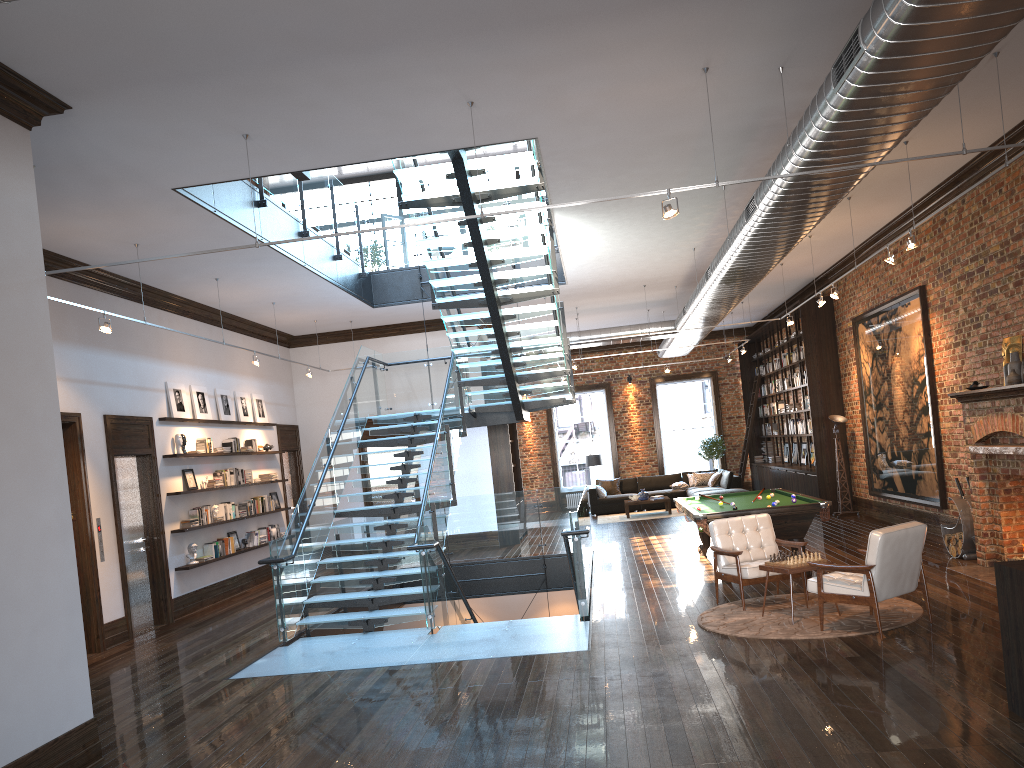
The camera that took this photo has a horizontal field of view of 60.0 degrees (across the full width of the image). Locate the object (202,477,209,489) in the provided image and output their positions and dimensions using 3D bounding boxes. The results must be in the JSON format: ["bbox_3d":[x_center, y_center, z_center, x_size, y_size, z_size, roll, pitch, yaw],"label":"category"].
[{"bbox_3d":[-4.447,1.424,12.866,0.059,0.187,0.121,-6,-1,41],"label":"object"}]

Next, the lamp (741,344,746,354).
[{"bbox_3d":[5.008,-0.757,19.187,0.113,0.230,0.114,-6,0,-19],"label":"lamp"}]

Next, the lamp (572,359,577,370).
[{"bbox_3d":[1.305,-0.414,18.628,0.114,0.230,0.113,-6,0,26],"label":"lamp"}]

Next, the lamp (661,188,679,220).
[{"bbox_3d":[1.159,-1.318,6.518,0.113,0.230,0.114,-6,0,-5],"label":"lamp"}]

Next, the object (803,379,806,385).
[{"bbox_3d":[6.094,-0.049,18.330,0.096,0.136,0.236,-6,-3,-11],"label":"object"}]

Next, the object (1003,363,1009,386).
[{"bbox_3d":[5.209,-0.097,9.267,0.117,0.249,0.118,-6,0,-37],"label":"object"}]

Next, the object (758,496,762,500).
[{"bbox_3d":[3.256,1.497,11.649,0.057,0.057,0.057,-5,-2,-29],"label":"object"}]

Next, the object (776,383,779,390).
[{"bbox_3d":[6.230,0.065,20.793,0.075,0.255,0.087,-6,0,-5],"label":"object"}]

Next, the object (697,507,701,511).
[{"bbox_3d":[2.295,1.540,10.892,0.057,0.057,0.057,-5,-2,-37],"label":"object"}]

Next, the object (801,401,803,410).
[{"bbox_3d":[6.019,0.391,18.328,0.069,0.288,0.117,-6,0,-2],"label":"object"}]

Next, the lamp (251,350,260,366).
[{"bbox_3d":[-3.639,-0.359,12.559,0.113,0.230,0.114,-6,-1,-40],"label":"lamp"}]

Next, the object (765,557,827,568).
[{"bbox_3d":[2.568,1.614,8.032,0.387,0.028,0.390,-4,-5,-19],"label":"object"}]

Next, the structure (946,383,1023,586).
[{"bbox_3d":[5.012,0.969,8.785,0.888,1.906,2.001,-6,-2,5],"label":"structure"}]

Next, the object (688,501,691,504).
[{"bbox_3d":[2.421,1.619,12.103,0.057,0.057,0.057,-6,-2,4],"label":"object"}]

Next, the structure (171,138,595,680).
[{"bbox_3d":[-0.783,0.939,11.237,3.579,14.491,7.043,-6,0,5],"label":"structure"}]

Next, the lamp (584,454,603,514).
[{"bbox_3d":[1.989,2.515,22.145,0.690,1.466,0.418,-6,0,35],"label":"lamp"}]

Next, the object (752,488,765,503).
[{"bbox_3d":[3.364,1.511,12.092,0.028,0.072,1.604,-6,-4,21],"label":"object"}]

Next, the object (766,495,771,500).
[{"bbox_3d":[3.351,1.482,11.581,0.057,0.057,0.057,-6,-2,6],"label":"object"}]

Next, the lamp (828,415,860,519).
[{"bbox_3d":[5.865,1.447,15.734,0.425,1.827,0.505,-6,0,11],"label":"lamp"}]

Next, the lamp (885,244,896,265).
[{"bbox_3d":[4.057,-1.390,9.541,0.113,0.230,0.114,-6,0,-20],"label":"lamp"}]

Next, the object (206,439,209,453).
[{"bbox_3d":[-4.477,0.905,12.846,0.154,0.207,0.010,-6,1,6],"label":"object"}]

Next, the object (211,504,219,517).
[{"bbox_3d":[-4.366,1.858,13.029,0.148,0.187,0.127,-6,-1,21],"label":"object"}]

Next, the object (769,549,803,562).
[{"bbox_3d":[2.519,1.566,8.153,0.333,0.101,0.076,-5,-2,-19],"label":"object"}]

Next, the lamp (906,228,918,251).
[{"bbox_3d":[3.988,-1.444,8.855,0.116,0.212,0.118,-5,-1,-43],"label":"lamp"}]

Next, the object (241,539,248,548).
[{"bbox_3d":[-4.220,2.518,14.016,0.106,0.152,0.082,-6,-1,4],"label":"object"}]

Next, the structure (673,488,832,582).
[{"bbox_3d":[3.019,1.908,11.462,1.554,0.850,2.960,-6,-4,5],"label":"structure"}]

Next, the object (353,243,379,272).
[{"bbox_3d":[-3.117,-2.344,19.948,0.809,1.864,0.804,-6,0,-36],"label":"object"}]

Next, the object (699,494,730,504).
[{"bbox_3d":[2.774,1.577,12.152,0.028,0.072,1.610,-6,-4,-3],"label":"object"}]

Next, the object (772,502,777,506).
[{"bbox_3d":[3.107,1.426,10.505,0.057,0.057,0.057,-6,-2,10],"label":"object"}]

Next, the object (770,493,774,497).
[{"bbox_3d":[3.487,1.492,11.893,0.057,0.057,0.057,-4,-2,-39],"label":"object"}]

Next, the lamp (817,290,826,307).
[{"bbox_3d":[4.350,-1.199,12.467,0.113,0.230,0.114,-6,0,-15],"label":"lamp"}]

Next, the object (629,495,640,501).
[{"bbox_3d":[2.792,2.581,20.098,0.217,0.159,0.220,-4,-4,-42],"label":"object"}]

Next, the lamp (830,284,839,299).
[{"bbox_3d":[4.285,-1.242,11.805,0.114,0.230,0.113,-6,-1,35],"label":"lamp"}]

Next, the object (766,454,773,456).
[{"bbox_3d":[6.795,1.870,23.412,0.192,0.015,0.248,-6,-4,5],"label":"object"}]

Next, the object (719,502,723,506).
[{"bbox_3d":[2.677,1.536,11.370,0.057,0.057,0.057,-8,-3,43],"label":"object"}]

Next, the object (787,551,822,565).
[{"bbox_3d":[2.604,1.539,7.909,0.333,0.101,0.076,-5,-2,-19],"label":"object"}]

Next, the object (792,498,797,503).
[{"bbox_3d":[3.410,1.411,10.720,0.057,0.057,0.057,-7,-2,28],"label":"object"}]

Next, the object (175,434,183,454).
[{"bbox_3d":[-4.567,0.828,12.161,0.097,0.288,0.099,-6,0,-42],"label":"object"}]

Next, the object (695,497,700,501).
[{"bbox_3d":[2.647,1.637,12.652,0.058,0.057,0.057,-6,-2,7],"label":"object"}]

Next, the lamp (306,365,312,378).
[{"bbox_3d":[-3.411,-0.209,14.852,0.113,0.230,0.114,-6,-1,-39],"label":"lamp"}]

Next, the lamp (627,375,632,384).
[{"bbox_3d":[3.177,-0.131,23.946,0.126,0.236,0.155,-6,-1,5],"label":"lamp"}]

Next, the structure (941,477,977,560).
[{"bbox_3d":[5.339,1.530,10.196,0.538,0.919,0.927,-6,-2,6],"label":"structure"}]

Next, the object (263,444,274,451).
[{"bbox_3d":[-4.207,1.089,15.153,0.280,0.136,0.125,-4,-2,-27],"label":"object"}]

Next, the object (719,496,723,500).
[{"bbox_3d":[2.916,1.586,12.352,0.057,0.057,0.057,-5,-2,-36],"label":"object"}]

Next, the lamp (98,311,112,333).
[{"bbox_3d":[-4.020,-0.608,8.753,0.113,0.230,0.114,-6,0,-15],"label":"lamp"}]

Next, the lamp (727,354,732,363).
[{"bbox_3d":[5.207,-0.626,21.183,0.114,0.230,0.113,-6,-1,45],"label":"lamp"}]

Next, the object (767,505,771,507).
[{"bbox_3d":[2.938,1.415,10.125,0.057,0.057,0.057,-7,-2,24],"label":"object"}]

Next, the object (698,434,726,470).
[{"bbox_3d":[5.328,2.245,23.520,0.814,1.864,0.799,-6,0,14],"label":"object"}]

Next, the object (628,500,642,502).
[{"bbox_3d":[2.789,2.651,20.089,0.268,0.018,0.201,-8,-5,29],"label":"object"}]

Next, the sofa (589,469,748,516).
[{"bbox_3d":[3.555,2.579,20.795,3.503,0.803,3.454,-6,-4,6],"label":"sofa"}]

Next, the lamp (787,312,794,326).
[{"bbox_3d":[4.552,-1.064,14.522,0.114,0.230,0.113,-6,0,20],"label":"lamp"}]

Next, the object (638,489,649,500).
[{"bbox_3d":[2.998,2.525,20.242,0.216,0.251,0.214,-7,-2,38],"label":"object"}]

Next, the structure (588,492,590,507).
[{"bbox_3d":[2.098,3.159,24.239,1.302,0.395,0.215,-6,-1,6],"label":"structure"}]

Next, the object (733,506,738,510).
[{"bbox_3d":[2.632,1.472,10.460,0.057,0.057,0.057,-6,-2,10],"label":"object"}]

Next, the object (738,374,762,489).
[{"bbox_3d":[6.026,1.334,22.635,0.897,3.076,0.495,-6,0,6],"label":"object"}]

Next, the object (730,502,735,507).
[{"bbox_3d":[2.756,1.505,11.065,0.057,0.057,0.057,-5,-2,-24],"label":"object"}]

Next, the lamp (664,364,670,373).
[{"bbox_3d":[3.918,-0.401,22.382,0.113,0.230,0.114,-6,0,-25],"label":"lamp"}]

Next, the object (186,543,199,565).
[{"bbox_3d":[-4.405,2.334,12.196,0.165,0.282,0.171,-6,-1,-26],"label":"object"}]

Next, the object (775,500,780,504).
[{"bbox_3d":[3.218,1.434,10.756,0.057,0.057,0.057,-8,-3,45],"label":"object"}]
